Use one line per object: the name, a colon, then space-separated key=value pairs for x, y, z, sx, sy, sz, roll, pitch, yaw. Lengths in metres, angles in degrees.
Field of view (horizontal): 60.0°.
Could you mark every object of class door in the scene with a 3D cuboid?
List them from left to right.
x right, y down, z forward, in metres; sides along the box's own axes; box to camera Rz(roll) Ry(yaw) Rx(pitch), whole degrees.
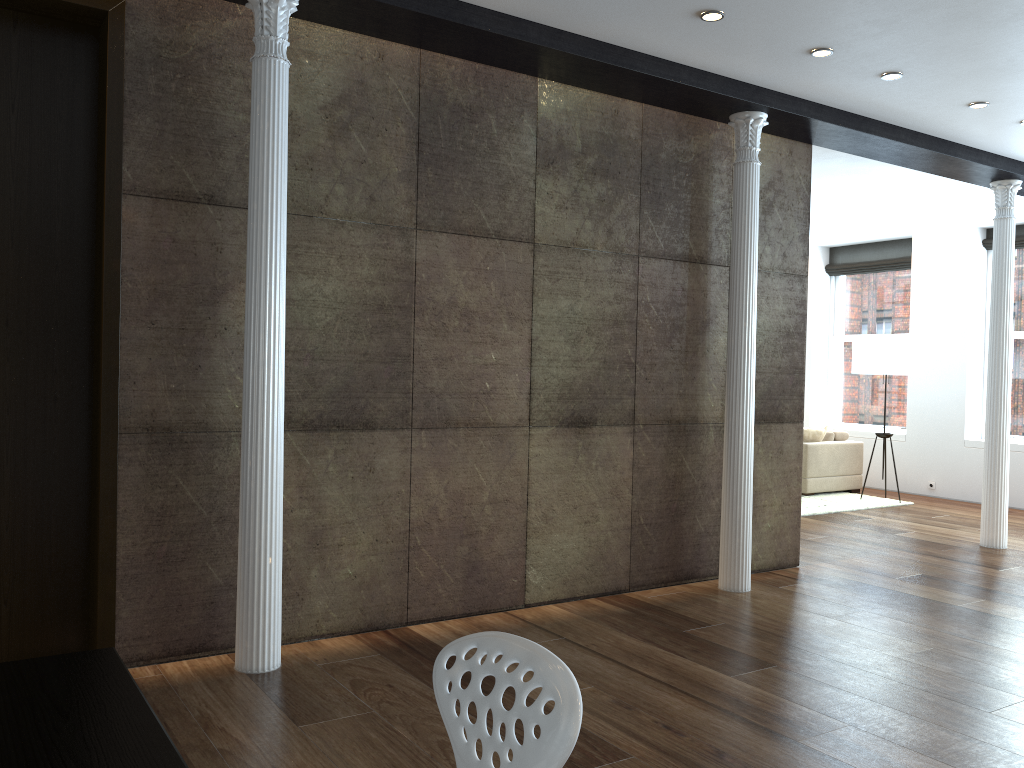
door: x=-2.196 y=-0.206 z=3.653 sx=1.000 sy=2.814 sz=0.510 roll=1 pitch=1 yaw=-33

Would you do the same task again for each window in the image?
window: x=4.498 y=-0.548 z=10.976 sx=0.123 sy=2.400 sz=1.345 roll=1 pitch=1 yaw=-33
window: x=5.627 y=-0.491 z=9.245 sx=0.123 sy=2.400 sz=1.391 roll=1 pitch=1 yaw=-33

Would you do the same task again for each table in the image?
table: x=-0.389 y=0.937 z=0.055 sx=1.200 sy=0.733 sz=3.400 roll=1 pitch=1 yaw=-33

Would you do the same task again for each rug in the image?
rug: x=1.833 y=1.186 z=10.297 sx=2.972 sy=0.020 sz=4.231 roll=1 pitch=1 yaw=-33

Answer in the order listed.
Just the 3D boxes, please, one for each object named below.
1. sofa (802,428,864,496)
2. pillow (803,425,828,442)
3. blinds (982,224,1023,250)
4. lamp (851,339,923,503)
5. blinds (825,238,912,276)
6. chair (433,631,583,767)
sofa: x=2.915 y=0.737 z=10.965 sx=1.018 sy=0.950 sz=2.581 roll=1 pitch=1 yaw=-33
pillow: x=3.283 y=0.655 z=9.991 sx=0.518 sy=0.393 sz=0.395 roll=1 pitch=1 yaw=-37
blinds: x=5.602 y=-1.566 z=9.194 sx=0.156 sy=0.275 sz=1.396 roll=1 pitch=1 yaw=-33
lamp: x=3.983 y=0.396 z=9.477 sx=0.698 sy=1.728 sz=0.698 roll=1 pitch=1 yaw=-9
blinds: x=4.471 y=-1.564 z=10.926 sx=0.156 sy=0.393 sz=1.342 roll=1 pitch=1 yaw=-33
chair: x=-0.208 y=0.868 z=1.415 sx=0.581 sy=0.835 sz=0.495 roll=1 pitch=1 yaw=-33
